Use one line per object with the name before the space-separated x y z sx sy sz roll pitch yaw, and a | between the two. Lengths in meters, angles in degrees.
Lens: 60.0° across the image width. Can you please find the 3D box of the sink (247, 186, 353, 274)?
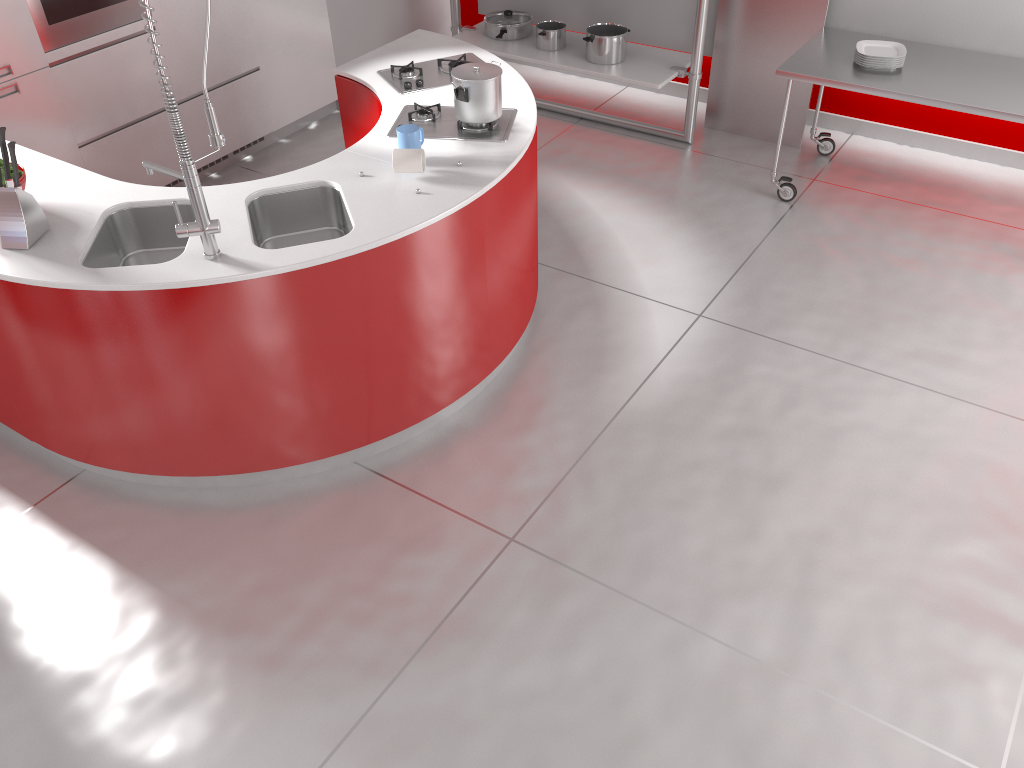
sink | -0.688 -0.472 2.935 0.326 0.172 0.428 -13 41 -13

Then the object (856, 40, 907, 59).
object | 1.767 -1.598 4.250 0.228 0.020 0.228 9 41 13

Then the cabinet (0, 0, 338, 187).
cabinet | -2.027 -1.986 4.442 0.614 2.026 2.398 22 45 26

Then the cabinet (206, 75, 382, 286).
cabinet | -1.406 -0.633 3.631 1.875 0.761 1.025 -8 40 -8

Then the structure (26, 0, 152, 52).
structure | -1.932 -1.874 3.984 0.050 0.589 0.599 22 45 26

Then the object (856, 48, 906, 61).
object | 1.767 -1.590 4.257 0.228 0.020 0.228 9 41 13

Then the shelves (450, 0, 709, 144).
shelves | 0.315 -2.707 4.775 1.735 2.599 0.535 22 45 26

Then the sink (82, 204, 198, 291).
sink | -1.165 -0.401 2.866 0.326 0.172 0.428 -5 40 -3

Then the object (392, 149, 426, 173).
object | -0.347 -0.764 3.012 0.100 0.080 0.109 1 40 3

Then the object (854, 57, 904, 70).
object | 1.768 -1.559 4.283 0.228 0.020 0.228 9 41 13

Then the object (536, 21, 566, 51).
object | 0.235 -2.093 5.331 0.182 0.122 0.196 -7 40 -6

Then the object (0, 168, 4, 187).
object | -1.550 -0.589 2.701 0.009 0.197 0.091 2 40 4

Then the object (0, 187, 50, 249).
object | -1.525 -0.528 2.724 0.091 0.178 0.137 3 40 6

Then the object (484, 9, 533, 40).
object | -0.054 -2.235 5.508 0.308 0.130 0.407 28 48 31

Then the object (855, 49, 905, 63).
object | 1.768 -1.582 4.263 0.228 0.020 0.228 9 41 13

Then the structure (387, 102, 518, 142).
structure | -0.222 -1.008 3.369 0.457 0.037 0.303 4 40 7

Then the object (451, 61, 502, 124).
object | -0.127 -1.084 3.284 0.189 0.185 0.218 -4 40 -3

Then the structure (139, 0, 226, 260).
structure | -0.919 -0.782 2.429 0.308 0.920 0.178 -10 40 -9

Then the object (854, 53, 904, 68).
object | 1.768 -1.566 4.276 0.228 0.020 0.228 9 41 13

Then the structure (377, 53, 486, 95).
structure | -0.317 -1.341 3.776 0.457 0.037 0.303 -19 42 -19

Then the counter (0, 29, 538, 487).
counter | -1.203 -0.495 3.507 2.865 0.880 1.868 -16 42 -17

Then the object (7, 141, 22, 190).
object | -1.496 -0.585 2.697 0.012 0.279 0.130 2 40 4

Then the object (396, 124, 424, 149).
object | -0.357 -0.853 3.107 0.080 0.100 0.109 3 40 6

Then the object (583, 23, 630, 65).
object | 0.547 -1.973 5.143 0.240 0.161 0.259 10 41 13

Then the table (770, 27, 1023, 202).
table | 2.145 -1.173 4.353 1.627 0.682 0.749 23 45 27

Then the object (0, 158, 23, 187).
object | -1.683 -0.657 2.854 0.198 0.182 0.193 26 47 30

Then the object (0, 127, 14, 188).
object | -1.523 -0.604 2.696 0.014 0.322 0.150 2 40 4

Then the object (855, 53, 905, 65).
object | 1.768 -1.574 4.270 0.228 0.020 0.228 9 41 13

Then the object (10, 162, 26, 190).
object | -1.690 -0.619 2.892 0.229 0.118 0.228 2 40 4
